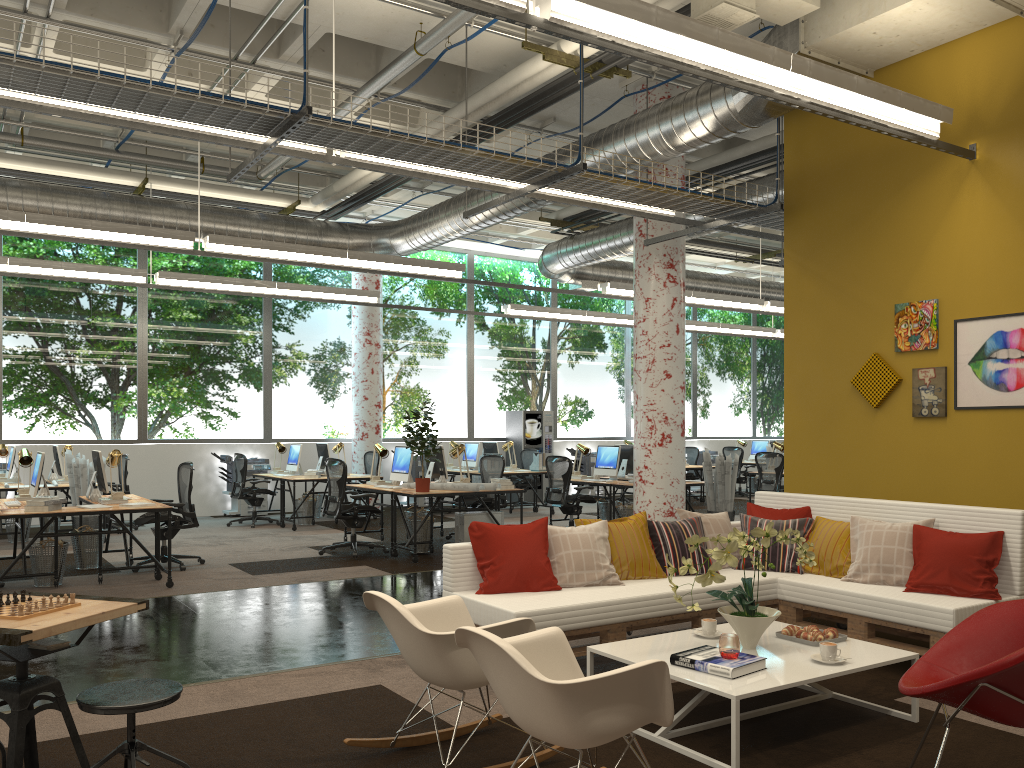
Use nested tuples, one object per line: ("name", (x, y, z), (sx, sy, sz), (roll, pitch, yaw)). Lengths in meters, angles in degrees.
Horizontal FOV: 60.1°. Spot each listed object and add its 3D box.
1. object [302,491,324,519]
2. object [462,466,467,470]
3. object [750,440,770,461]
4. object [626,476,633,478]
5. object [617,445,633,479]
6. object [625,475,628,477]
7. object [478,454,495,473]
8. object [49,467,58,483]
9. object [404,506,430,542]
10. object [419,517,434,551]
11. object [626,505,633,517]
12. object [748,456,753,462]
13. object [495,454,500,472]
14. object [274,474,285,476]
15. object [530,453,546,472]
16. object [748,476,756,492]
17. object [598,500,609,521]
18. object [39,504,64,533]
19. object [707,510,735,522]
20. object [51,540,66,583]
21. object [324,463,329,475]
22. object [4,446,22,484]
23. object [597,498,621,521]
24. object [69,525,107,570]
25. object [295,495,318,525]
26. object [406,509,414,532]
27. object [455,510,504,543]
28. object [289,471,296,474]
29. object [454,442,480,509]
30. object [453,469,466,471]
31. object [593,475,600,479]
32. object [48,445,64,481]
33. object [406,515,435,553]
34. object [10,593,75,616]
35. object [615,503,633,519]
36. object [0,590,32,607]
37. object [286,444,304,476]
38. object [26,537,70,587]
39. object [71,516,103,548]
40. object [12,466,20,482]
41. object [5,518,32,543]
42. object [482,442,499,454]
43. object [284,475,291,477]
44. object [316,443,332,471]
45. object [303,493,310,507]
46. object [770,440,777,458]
("object", (-3.223, 1.950, 14.332), (0.353, 0.435, 0.359), (1, -2, -36))
("object", (-0.822, 1.405, 15.584), (0.101, 0.209, 0.101), (0, -1, 12))
("object", (5.388, 1.459, 19.193), (0.190, 0.485, 0.484), (0, -1, -33))
("object", (1.831, 1.349, 12.765), (0.118, 0.017, 0.439), (2, -4, -33))
("object", (1.630, 1.111, 12.666), (0.190, 0.485, 0.484), (0, -1, -33))
("object", (1.659, 1.358, 13.045), (0.106, 0.029, 0.059), (2, -3, -32))
("object", (-0.413, 1.296, 14.409), (0.150, 0.302, 0.281), (0, -1, -33))
("object", (-6.057, 1.198, 11.708), (0.101, 0.209, 0.101), (0, -1, 12))
("object", (-1.177, 1.759, 11.163), (0.353, 0.435, 0.359), (1, -2, -36))
("object", (-0.986, 1.720, 10.188), (0.119, 0.403, 0.235), (0, -1, -32))
("object", (1.609, 1.836, 11.945), (0.119, 0.403, 0.235), (0, -1, -32))
("object", (5.255, 1.614, 19.510), (0.101, 0.209, 0.101), (0, -1, 12))
("object", (-0.289, 1.300, 14.489), (0.150, 0.302, 0.281), (0, -1, -33))
("object", (-3.514, 1.387, 13.473), (0.118, 0.017, 0.439), (2, -4, -33))
("object", (0.437, 1.325, 14.958), (0.150, 0.302, 0.281), (0, -1, -33))
("object", (5.409, 2.261, 19.915), (0.119, 0.403, 0.235), (0, -1, -32))
("object", (1.349, 1.886, 12.881), (0.119, 0.403, 0.235), (0, -1, -32))
("object", (-6.402, 1.840, 12.278), (0.353, 0.435, 0.359), (1, -2, -36))
("object", (2.682, 1.821, 11.356), (0.353, 0.398, 0.353), (0, -1, 12))
("object", (-4.155, 1.631, 8.107), (0.119, 0.403, 0.235), (0, -1, -32))
("object", (-2.879, 1.308, 13.762), (0.101, 0.209, 0.101), (0, -1, 12))
("object", (-6.492, 1.050, 11.518), (0.190, 0.485, 0.484), (0, -1, -33))
("object", (1.418, 1.874, 12.919), (0.353, 0.435, 0.359), (1, -2, -36))
("object", (-4.346, 1.669, 9.082), (0.353, 0.435, 0.359), (1, -2, -36))
("object", (-3.101, 1.896, 13.319), (0.353, 0.435, 0.359), (1, -2, -36))
("object", (-1.246, 1.770, 11.124), (0.119, 0.403, 0.235), (0, -1, -32))
("object", (-0.366, 1.698, 10.158), (0.541, 0.455, 0.221), (1, -1, -33))
("object", (-3.446, 1.314, 13.888), (0.101, 0.209, 0.101), (0, -1, 12))
("object", (-0.848, 1.625, 15.517), (0.191, 1.208, 1.078), (0, -1, -32))
("object", (-0.890, 1.477, 15.168), (0.118, 0.017, 0.439), (2, -4, -33))
("object", (1.195, 1.239, 12.476), (0.101, 0.209, 0.101), (0, -1, 12))
("object", (-6.190, 1.077, 12.025), (0.190, 0.485, 0.484), (0, -1, -33))
("object", (-1.055, 1.705, 10.149), (0.353, 0.435, 0.359), (1, -2, -36))
("object", (-1.674, 0.779, 3.168), (0.056, 0.053, 0.251), (-1, -3, 17))
("object", (1.540, 1.820, 11.906), (0.353, 0.435, 0.359), (1, -2, -36))
("object", (-1.867, 0.782, 3.229), (0.056, 0.053, 0.250), (-1, -3, 17))
("object", (-3.313, 1.159, 13.572), (0.190, 0.485, 0.484), (0, -1, -33))
("object", (-4.224, 1.615, 8.068), (0.353, 0.435, 0.359), (1, -2, -36))
("object", (-5.138, 1.786, 10.715), (0.353, 0.398, 0.353), (0, -1, 12))
("object", (-6.625, 1.205, 11.835), (0.101, 0.209, 0.101), (0, -1, 12))
("object", (-6.280, 1.786, 11.265), (0.353, 0.435, 0.359), (1, -2, -36))
("object", (-0.387, 1.277, 15.774), (0.190, 0.485, 0.484), (0, -1, -33))
("object", (-3.342, 1.365, 13.193), (0.106, 0.029, 0.059), (2, -3, -32))
("object", (-3.011, 1.186, 14.078), (0.190, 0.485, 0.484), (0, -1, -33))
("object", (-3.292, 1.961, 14.293), (0.119, 0.403, 0.235), (0, -1, -32))
("object", (5.690, 1.486, 19.700), (0.190, 0.485, 0.484), (0, -1, -33))
